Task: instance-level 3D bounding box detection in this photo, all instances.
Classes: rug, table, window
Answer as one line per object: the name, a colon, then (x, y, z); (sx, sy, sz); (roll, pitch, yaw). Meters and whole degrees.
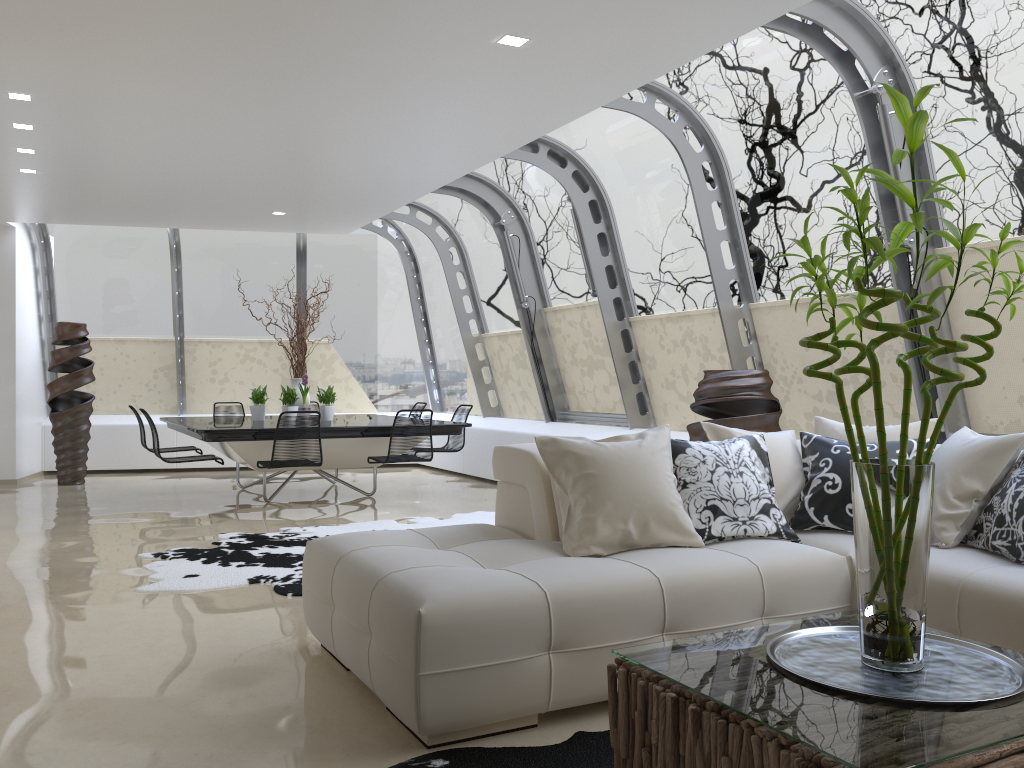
rug: (-0.849, 1.131, 6.020); (3.220, 0.008, 2.705); (0, 0, -28)
table: (-2.154, 0.753, 9.164); (2.494, 0.759, 3.031); (0, 0, -27)
rug: (0.752, 1.135, 2.181); (2.739, 0.008, 2.740); (0, 0, -42)
window: (-5.127, -0.300, 4.494); (16.693, 3.674, 16.171); (0, 0, -21)
table: (0.891, 0.928, 2.223); (1.007, 0.448, 0.923); (0, 0, -27)

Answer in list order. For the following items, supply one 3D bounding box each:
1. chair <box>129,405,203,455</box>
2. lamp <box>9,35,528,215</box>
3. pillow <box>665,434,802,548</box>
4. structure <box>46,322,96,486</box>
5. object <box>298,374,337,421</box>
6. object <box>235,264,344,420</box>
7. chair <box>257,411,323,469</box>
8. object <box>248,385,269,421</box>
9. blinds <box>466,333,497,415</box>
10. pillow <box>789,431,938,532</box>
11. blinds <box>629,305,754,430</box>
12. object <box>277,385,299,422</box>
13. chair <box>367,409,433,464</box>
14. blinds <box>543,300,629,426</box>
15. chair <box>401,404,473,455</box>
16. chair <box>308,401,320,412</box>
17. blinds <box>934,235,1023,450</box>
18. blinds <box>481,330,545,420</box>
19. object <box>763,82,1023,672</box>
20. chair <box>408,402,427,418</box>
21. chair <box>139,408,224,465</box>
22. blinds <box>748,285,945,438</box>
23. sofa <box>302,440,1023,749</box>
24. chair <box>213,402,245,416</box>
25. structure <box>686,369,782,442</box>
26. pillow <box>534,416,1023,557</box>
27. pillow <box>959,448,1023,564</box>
chair: (-3.595, 0.477, 9.195); (0.688, 0.519, 0.446); (0, 0, -27)
lamp: (-4.446, -1.764, 2.673); (9.775, 0.004, 9.928); (0, 0, -27)
pillow: (0.897, 0.456, 3.837); (0.604, 0.471, 0.394); (0, 0, -12)
structure: (-4.979, 0.225, 10.017); (0.498, 1.843, 0.493); (0, 0, -16)
object: (-1.975, 0.139, 9.099); (0.417, 0.476, 0.238); (0, 0, 1)
object: (-2.332, -0.401, 9.119); (1.031, 1.549, 1.135); (0, 0, -35)
chair: (-1.871, 0.478, 7.515); (0.446, 0.519, 0.688); (0, 0, -27)
object: (-2.600, 0.190, 9.113); (0.215, 0.369, 0.284); (0, 0, 11)
blinds: (-0.547, 0.441, 11.732); (0.663, 2.118, 1.829); (0, 0, -27)
pillow: (1.546, 0.468, 3.954); (0.599, 0.483, 0.405); (0, 0, 31)
blinds: (1.520, -0.086, 7.397); (0.329, 1.027, 1.430); (0, 0, -27)
object: (-2.217, 0.190, 8.824); (0.215, 0.369, 0.284); (0, 0, 6)
chair: (-0.985, 0.478, 7.975); (0.446, 0.519, 0.688); (0, 0, -27)
blinds: (0.787, -0.181, 8.748); (0.387, 1.214, 1.376); (0, 0, -27)
chair: (-0.773, 0.477, 9.221); (0.688, 0.519, 0.446); (0, 0, -27)
chair: (-2.427, 0.475, 10.752); (0.446, 0.519, 0.688); (0, 0, -27)
blinds: (2.909, -0.177, 4.660); (0.387, 1.214, 1.376); (0, 0, -27)
blinds: (0.102, -0.088, 10.130); (0.329, 1.027, 1.430); (0, 0, -27)
object: (0.995, -0.056, 2.300); (0.673, 1.546, 0.584); (0, 0, 11)
chair: (-1.361, 0.476, 10.353); (0.688, 0.519, 0.446); (0, 0, -27)
chair: (-3.007, 0.478, 8.062); (0.688, 0.519, 0.446); (0, 0, -27)
blinds: (2.230, -0.084, 6.031); (0.329, 1.027, 1.430); (0, 0, -27)
sofa: (1.463, 0.707, 2.800); (3.257, 0.866, 4.169); (0, 0, -27)
chair: (-3.248, 0.476, 10.326); (0.446, 0.519, 0.688); (0, 0, -27)
structure: (1.457, 0.532, 5.801); (0.674, 1.258, 0.672); (0, 0, 40)
pillow: (1.849, 0.426, 3.385); (3.322, 0.530, 1.656); (0, 0, 33)
pillow: (2.016, 0.438, 3.359); (0.382, 0.467, 0.608); (0, 0, -8)
